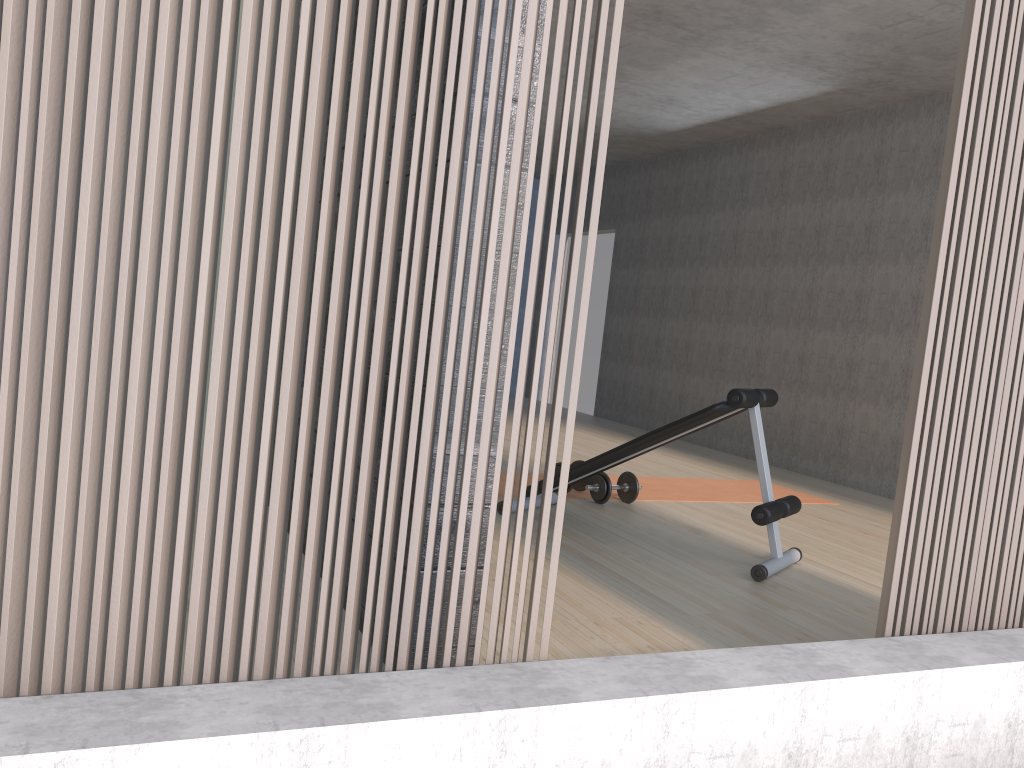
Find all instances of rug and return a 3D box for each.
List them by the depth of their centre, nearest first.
[{"bbox_3d":[0.682,0.625,5.374,2.779,0.002,0.716,5,4,-25],"label":"rug"}]

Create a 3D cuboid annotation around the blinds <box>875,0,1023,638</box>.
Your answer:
[{"bbox_3d":[1.533,-0.457,2.349,1.133,2.744,0.069,5,4,-25],"label":"blinds"}]

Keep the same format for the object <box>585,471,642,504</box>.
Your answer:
[{"bbox_3d":[0.556,0.564,4.824,0.385,0.176,0.176,4,5,-34],"label":"object"}]

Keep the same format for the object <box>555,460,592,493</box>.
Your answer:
[{"bbox_3d":[0.329,0.520,4.956,0.176,0.176,0.385,9,5,36],"label":"object"}]

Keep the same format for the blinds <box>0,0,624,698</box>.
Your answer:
[{"bbox_3d":[-0.300,-0.603,1.480,1.133,2.744,0.069,5,4,-25],"label":"blinds"}]

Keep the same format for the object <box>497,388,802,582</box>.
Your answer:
[{"bbox_3d":[0.639,0.333,4.039,1.312,0.746,0.505,9,5,34],"label":"object"}]
